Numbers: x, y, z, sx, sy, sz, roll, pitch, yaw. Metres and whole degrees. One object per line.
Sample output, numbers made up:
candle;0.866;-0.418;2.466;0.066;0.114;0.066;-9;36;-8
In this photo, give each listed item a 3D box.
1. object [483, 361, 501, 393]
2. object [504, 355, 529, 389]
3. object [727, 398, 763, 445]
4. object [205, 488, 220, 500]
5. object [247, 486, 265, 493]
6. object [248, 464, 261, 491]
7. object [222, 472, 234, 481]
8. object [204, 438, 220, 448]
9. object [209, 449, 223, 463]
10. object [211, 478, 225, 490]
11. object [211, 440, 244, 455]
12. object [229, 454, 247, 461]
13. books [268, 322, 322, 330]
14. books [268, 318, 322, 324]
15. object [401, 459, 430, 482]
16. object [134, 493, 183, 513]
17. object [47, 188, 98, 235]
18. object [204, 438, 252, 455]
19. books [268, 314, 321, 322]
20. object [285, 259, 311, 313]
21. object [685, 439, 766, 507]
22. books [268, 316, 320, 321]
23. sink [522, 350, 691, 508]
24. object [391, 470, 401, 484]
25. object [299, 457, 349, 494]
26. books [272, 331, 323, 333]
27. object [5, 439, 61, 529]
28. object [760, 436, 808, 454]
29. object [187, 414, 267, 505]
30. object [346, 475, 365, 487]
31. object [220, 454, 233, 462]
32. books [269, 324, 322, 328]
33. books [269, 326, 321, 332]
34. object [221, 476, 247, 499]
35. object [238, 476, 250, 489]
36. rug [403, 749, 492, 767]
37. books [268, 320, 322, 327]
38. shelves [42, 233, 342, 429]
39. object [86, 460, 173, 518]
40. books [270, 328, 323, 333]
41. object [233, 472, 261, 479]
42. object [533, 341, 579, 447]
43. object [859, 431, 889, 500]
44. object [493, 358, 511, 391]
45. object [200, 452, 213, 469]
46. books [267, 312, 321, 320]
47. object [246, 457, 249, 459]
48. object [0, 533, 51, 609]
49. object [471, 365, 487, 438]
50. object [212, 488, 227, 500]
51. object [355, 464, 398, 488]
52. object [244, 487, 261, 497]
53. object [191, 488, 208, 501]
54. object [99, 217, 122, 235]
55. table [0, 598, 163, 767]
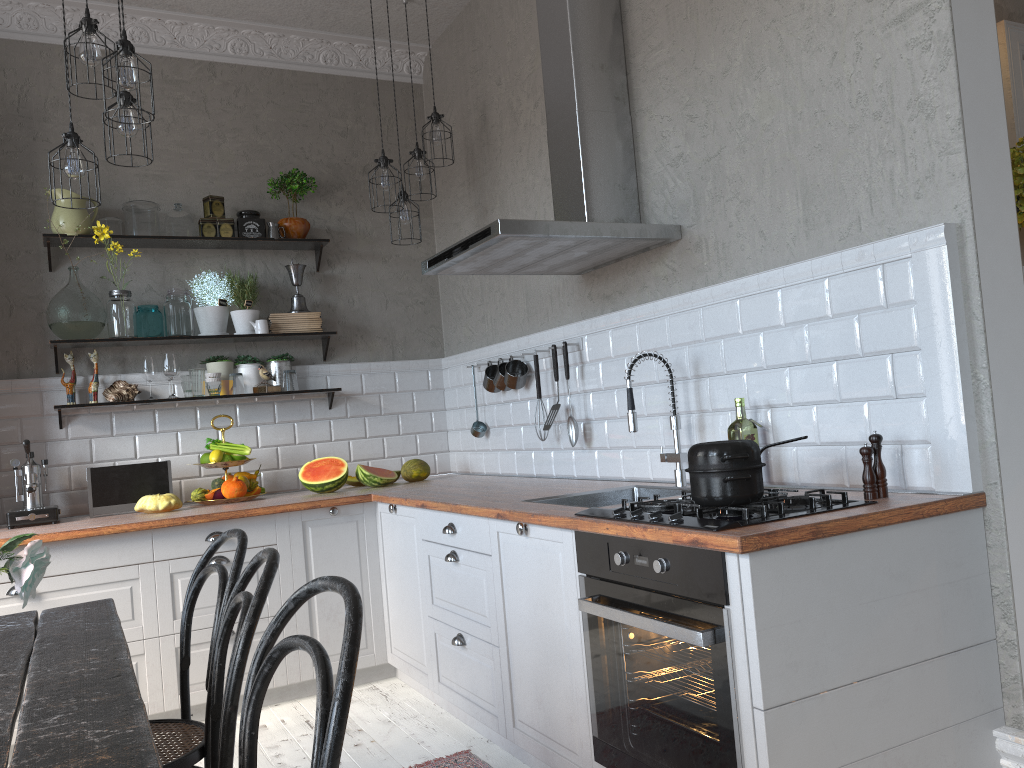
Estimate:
object;-0.085;-0.037;4.348;0.109;0.161;0.135;-4;-2;-15
object;0.018;-0.055;4.120;0.109;0.161;0.136;-5;-2;-10
object;0.725;0.182;2.717;0.091;0.282;0.080;-4;-2;-27
object;-1.423;0.525;4.202;0.085;0.057;0.088;-5;-2;5
object;-1.318;0.521;4.348;0.215;0.044;0.054;-5;-2;10
object;-1.266;0.457;4.326;0.061;0.120;0.125;-5;-2;-3
object;-1.381;0.478;4.319;0.087;0.093;0.085;-4;-3;-31
object;-1.424;0.282;4.216;0.050;0.058;0.074;-7;-3;40
object;-1.394;0.343;4.173;0.059;0.069;0.078;-5;-2;-8
object;-1.411;0.491;4.310;0.079;0.076;0.154;-5;-2;0
object;-1.364;0.313;4.316;0.182;0.096;0.087;-5;-2;-8
object;-1.326;0.365;4.262;0.098;0.062;0.077;-7;-3;35
books;-1.141;-0.305;4.661;0.265;0.011;0.155;-4;-2;-22
books;-1.143;-0.327;4.662;0.265;0.011;0.155;-4;-2;-22
object;-0.502;0.449;4.606;0.130;0.119;0.207;-6;-2;26
object;-1.578;0.532;3.953;0.200;0.083;0.186;-4;-3;-27
object;-2.058;-0.790;4.151;0.193;0.216;0.171;-4;-2;-14
object;-1.360;0.299;4.243;0.214;0.101;0.066;-4;-2;-22
books;-1.145;-0.348;4.663;0.264;0.016;0.155;-4;-2;-19
object;-1.134;-0.508;4.677;0.133;0.287;0.128;-3;-3;-42
object;0.506;0.210;2.101;0.189;0.147;0.194;-7;-3;42
books;-1.144;-0.338;4.662;0.264;0.016;0.156;-4;-2;-15
sink;0.358;0.253;2.897;0.538;0.720;0.477;-4;-2;-27
object;-0.644;0.483;4.583;0.118;0.073;0.203;-6;-3;26
object;-0.914;0.445;4.306;0.237;0.174;0.216;-5;-2;-6
books;-1.137;-0.262;4.660;0.265;0.011;0.155;-4;-3;-25
object;-2.077;0.427;3.827;0.209;0.370;0.347;-4;-2;-27
object;0.649;0.219;2.429;0.302;0.134;0.175;-5;-2;7
object;-1.380;0.358;4.257;0.359;0.425;0.344;-3;-3;-42
object;-0.793;0.501;4.611;0.202;0.067;0.101;-4;-2;-21
object;-1.361;0.364;4.205;0.064;0.061;0.065;-4;-2;-27
books;-1.140;-0.294;4.661;0.264;0.016;0.155;-4;-2;-19
books;-1.139;-0.284;4.660;0.264;0.016;0.156;-4;-2;-15
object;-1.303;0.486;4.148;0.109;0.110;0.115;-6;-3;30
object;-1.301;0.478;4.234;0.089;0.078;0.087;-5;-2;-1
rug;-0.183;1.240;2.353;0.749;0.014;1.266;-4;-3;-27
books;-1.142;-0.316;4.662;0.265;0.011;0.155;-4;-3;-25
shelves;-1.559;-0.256;4.430;1.340;0.923;0.224;-4;-2;-28
object;-1.760;0.482;4.087;0.358;0.226;0.086;-4;-2;-28
books;-1.138;-0.273;4.660;0.265;0.011;0.155;-4;-2;-22
object;-1.294;0.453;4.320;0.129;0.056;0.058;-3;-3;-35
object;0.170;0.052;3.780;0.082;0.443;0.323;-4;-2;-26
object;0.905;0.202;2.219;0.074;0.166;0.035;-4;-2;-28
object;-0.029;-0.047;4.236;0.110;0.161;0.134;-4;-2;-25
object;-1.438;0.365;4.231;0.098;0.078;0.099;-3;-3;-40
books;-1.146;-0.359;4.663;0.265;0.011;0.155;-4;-2;-22
object;-1.303;0.362;4.308;0.053;0.050;0.048;-4;-2;-18
object;-0.852;0.322;1.301;0.317;0.414;0.247;-4;-2;-29
object;-0.184;0.089;4.576;0.078;0.378;0.081;-4;-2;-27
object;-1.416;0.534;4.222;0.071;0.076;0.224;-3;-3;-45
object;-0.658;0.450;4.384;0.229;0.127;0.145;-3;-3;-45
object;-1.249;0.520;4.249;0.089;0.051;0.069;-6;-2;20
object;-1.475;0.527;4.215;0.076;0.072;0.152;-5;-2;3
object;-1.935;-0.742;4.276;0.105;0.111;0.101;-4;-2;-28
table;-1.084;0.923;1.439;0.921;0.735;1.885;-4;-3;-27
